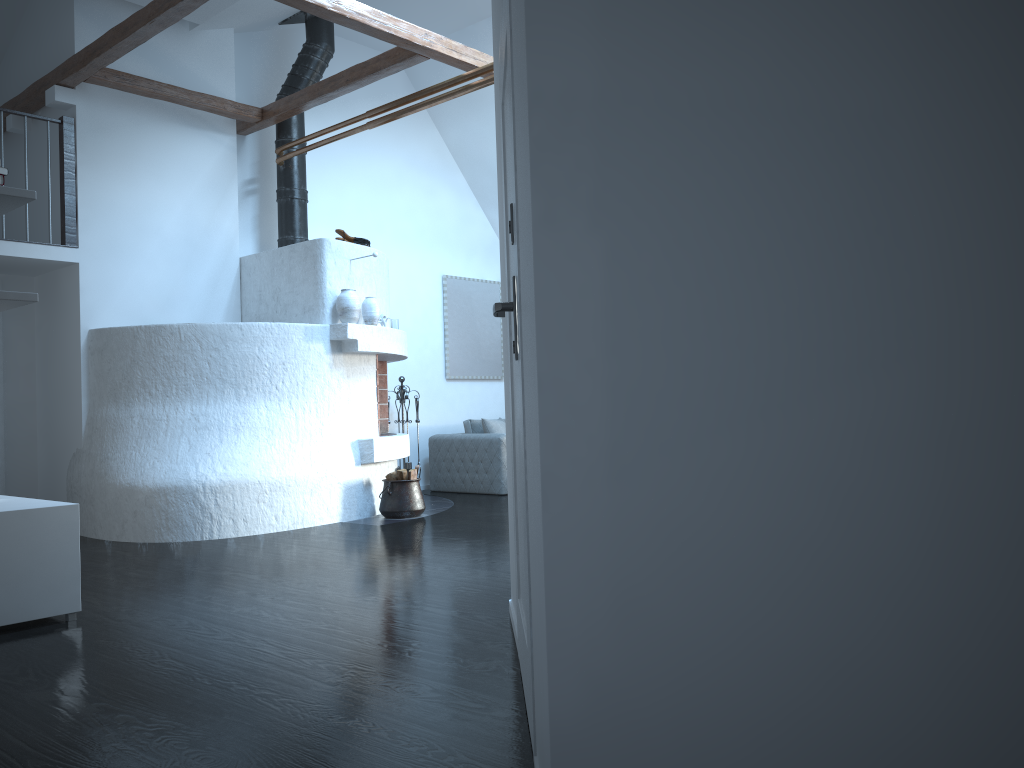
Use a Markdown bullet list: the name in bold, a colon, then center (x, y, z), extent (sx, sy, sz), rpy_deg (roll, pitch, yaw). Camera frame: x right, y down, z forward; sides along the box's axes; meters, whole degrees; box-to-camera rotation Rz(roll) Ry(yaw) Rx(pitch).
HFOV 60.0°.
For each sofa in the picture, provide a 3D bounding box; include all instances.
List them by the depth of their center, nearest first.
- **sofa**: center (0.296, 0.751, 10.103), extent (1.107, 0.770, 2.458), rpy_deg (-3, -2, 42)

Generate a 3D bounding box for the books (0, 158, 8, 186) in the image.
- **books**: center (-2.691, -0.252, 4.197), extent (1.387, 1.622, 0.393), rpy_deg (-3, -2, 37)

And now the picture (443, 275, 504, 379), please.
- **picture**: center (-0.440, -0.653, 10.452), extent (0.025, 1.185, 0.965), rpy_deg (-3, -2, 42)

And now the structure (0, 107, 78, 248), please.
- **structure**: center (-3.805, -0.469, 6.027), extent (0.781, 3.267, 1.897), rpy_deg (-3, -2, 42)

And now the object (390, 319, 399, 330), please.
- **object**: center (-1.163, -0.547, 8.757), extent (0.092, 0.180, 0.092), rpy_deg (-1, -2, -20)

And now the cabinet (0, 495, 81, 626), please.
- **cabinet**: center (-2.641, 0.812, 4.160), extent (1.469, 0.507, 0.638), rpy_deg (-3, -2, 42)

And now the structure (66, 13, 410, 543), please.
- **structure**: center (-2.454, -1.169, 8.115), extent (3.058, 4.752, 3.049), rpy_deg (-1, -2, -40)

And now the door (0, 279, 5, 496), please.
- **door**: center (-4.550, 0.159, 6.649), extent (0.698, 2.074, 1.433), rpy_deg (-2, -2, 1)

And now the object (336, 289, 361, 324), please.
- **object**: center (-1.335, -0.615, 7.255), extent (0.203, 0.314, 0.203), rpy_deg (-3, -2, 26)

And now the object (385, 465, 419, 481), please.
- **object**: center (-0.913, 0.865, 7.364), extent (0.270, 0.370, 0.240), rpy_deg (-3, -2, 41)

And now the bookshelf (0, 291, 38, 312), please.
- **bookshelf**: center (-2.742, -0.339, 4.122), extent (1.471, 0.038, 0.478), rpy_deg (-3, -2, 42)

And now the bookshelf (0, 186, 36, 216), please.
- **bookshelf**: center (-2.757, -0.781, 4.134), extent (1.471, 0.038, 0.478), rpy_deg (-3, -2, 42)

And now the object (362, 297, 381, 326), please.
- **object**: center (-1.186, -0.595, 7.471), extent (0.158, 0.274, 0.158), rpy_deg (-2, -2, -9)

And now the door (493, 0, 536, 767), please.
- **door**: center (0.027, -0.107, 2.627), extent (0.170, 2.074, 0.974), rpy_deg (-2, -2, -2)

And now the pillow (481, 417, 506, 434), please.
- **pillow**: center (0.375, 0.571, 10.058), extent (0.444, 0.515, 2.075), rpy_deg (-3, -2, 42)

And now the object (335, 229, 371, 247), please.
- **object**: center (-1.387, -1.233, 7.768), extent (0.311, 0.094, 0.783), rpy_deg (-3, -2, 27)

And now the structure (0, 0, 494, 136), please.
- **structure**: center (1.274, -2.815, 4.689), extent (10.230, 3.562, 15.910), rpy_deg (0, -2, -43)

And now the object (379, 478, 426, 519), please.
- **object**: center (-0.915, 0.948, 7.383), extent (0.384, 0.313, 0.384), rpy_deg (-1, -2, -22)

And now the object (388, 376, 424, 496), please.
- **object**: center (-1.123, 0.539, 9.172), extent (0.376, 1.245, 0.376), rpy_deg (-3, -2, 22)

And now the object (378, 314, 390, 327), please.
- **object**: center (-1.117, -0.547, 7.642), extent (0.064, 0.114, 0.161), rpy_deg (-3, -2, 44)
